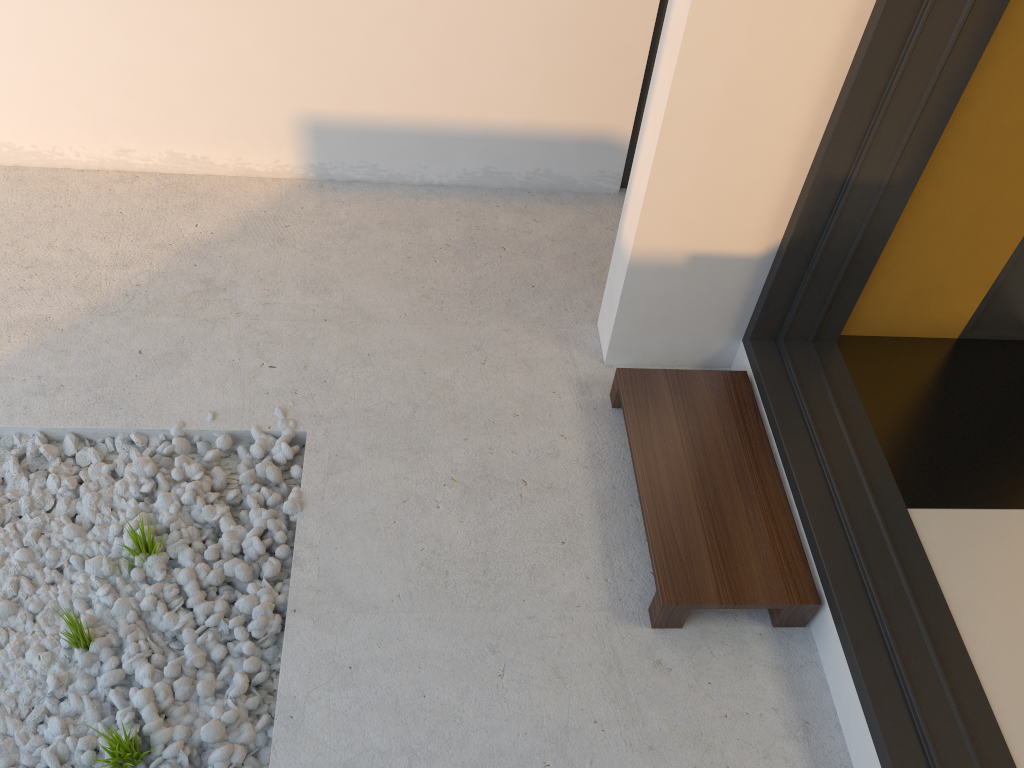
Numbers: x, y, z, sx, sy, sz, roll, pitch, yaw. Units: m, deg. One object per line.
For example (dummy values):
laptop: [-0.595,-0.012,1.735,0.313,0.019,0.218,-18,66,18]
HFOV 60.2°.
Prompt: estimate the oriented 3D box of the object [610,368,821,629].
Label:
object: [0.460,0.249,2.120,0.349,0.106,0.671,1,49,-6]
